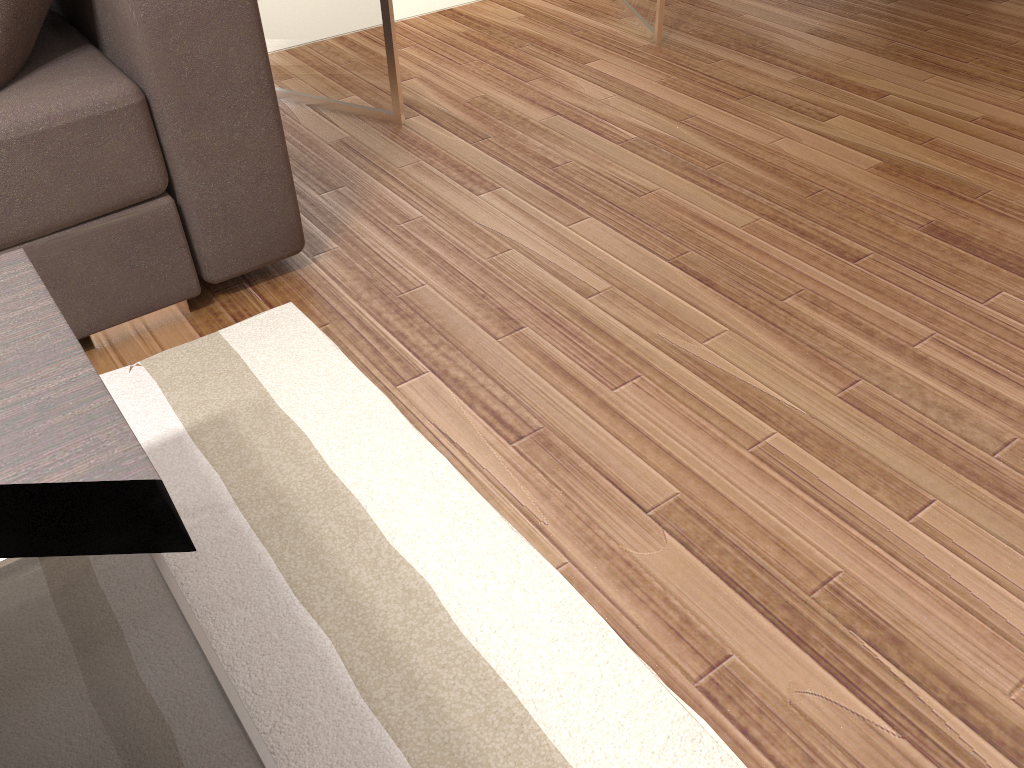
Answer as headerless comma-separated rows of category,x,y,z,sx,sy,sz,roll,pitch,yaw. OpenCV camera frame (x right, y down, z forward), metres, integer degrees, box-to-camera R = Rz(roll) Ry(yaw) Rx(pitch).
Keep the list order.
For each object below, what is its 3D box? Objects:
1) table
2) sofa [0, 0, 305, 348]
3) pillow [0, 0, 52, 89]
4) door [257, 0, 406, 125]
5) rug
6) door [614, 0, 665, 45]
table,-0.857,0.463,0.881,1.110,0.558,0.856,-26,46,-26
sofa,-2.104,-0.006,1.351,3.565,0.776,1.906,-26,46,-26
pillow,-1.054,-0.933,1.822,0.560,0.470,0.749,-29,47,-29
door,-0.810,-1.890,2.239,0.967,2.419,0.060,19,44,23
rug,-0.841,0.675,1.061,2.122,0.024,1.791,-26,46,-26
door,0.444,-2.506,2.924,0.060,2.419,0.967,-9,40,-8
